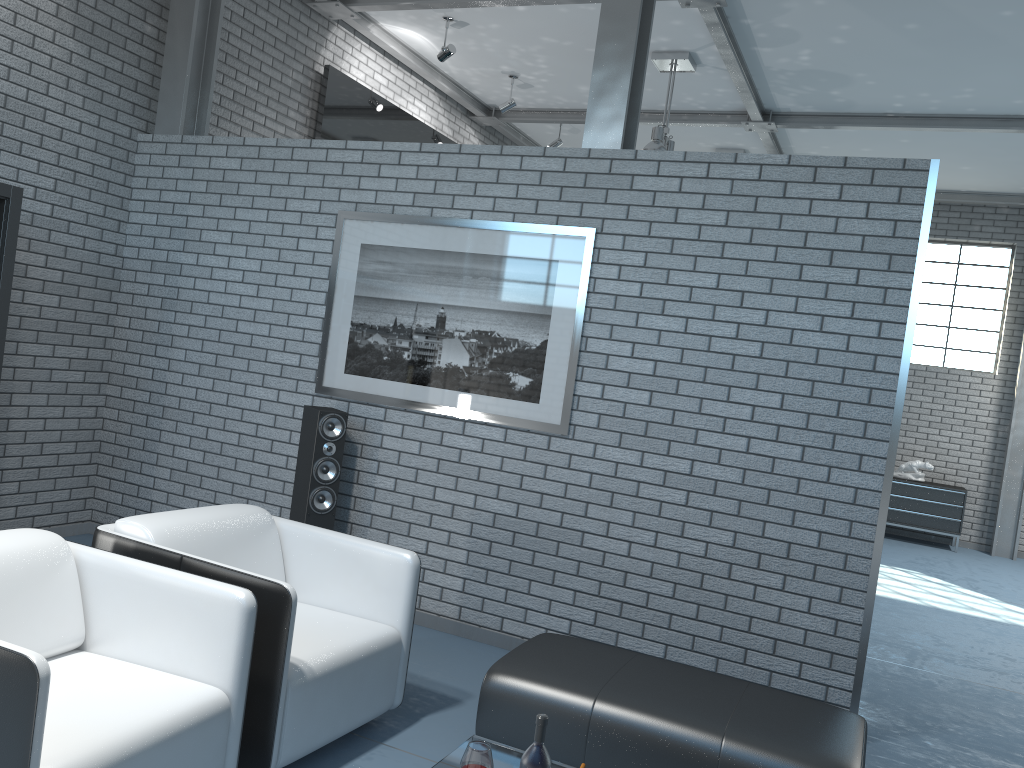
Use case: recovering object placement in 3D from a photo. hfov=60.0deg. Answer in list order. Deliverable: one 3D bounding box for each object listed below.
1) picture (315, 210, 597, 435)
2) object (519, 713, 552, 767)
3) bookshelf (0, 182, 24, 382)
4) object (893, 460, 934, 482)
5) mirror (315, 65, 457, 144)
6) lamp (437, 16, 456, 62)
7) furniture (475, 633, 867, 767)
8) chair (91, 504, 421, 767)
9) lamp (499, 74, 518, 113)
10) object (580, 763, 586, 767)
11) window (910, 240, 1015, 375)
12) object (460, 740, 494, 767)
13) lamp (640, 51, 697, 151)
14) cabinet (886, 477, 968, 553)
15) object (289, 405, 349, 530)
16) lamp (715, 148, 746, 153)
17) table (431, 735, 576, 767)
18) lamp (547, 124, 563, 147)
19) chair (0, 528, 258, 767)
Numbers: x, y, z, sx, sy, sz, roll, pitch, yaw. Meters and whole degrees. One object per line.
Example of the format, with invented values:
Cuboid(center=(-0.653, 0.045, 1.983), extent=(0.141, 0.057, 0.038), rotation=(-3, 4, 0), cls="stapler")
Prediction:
Cuboid(center=(-0.338, -0.349, 4.587), extent=(1.490, 1.015, 0.020), rotation=(8, 2, 23), cls="picture")
Cuboid(center=(0.051, 0.931, 2.079), extent=(0.079, 0.316, 0.079), rotation=(7, 2, -34), cls="object")
Cuboid(center=(-2.982, -0.025, 3.394), extent=(0.419, 1.920, 1.930), rotation=(8, 2, 23), cls="bookshelf")
Cuboid(center=(4.542, 0.974, 10.098), extent=(0.151, 0.244, 0.496), rotation=(6, 2, -42), cls="object")
Cuboid(center=(-1.000, -0.692, 8.480), extent=(0.050, 3.500, 3.400), rotation=(8, 2, 23), cls="mirror")
Cuboid(center=(-0.524, -2.702, 6.962), extent=(0.137, 0.311, 0.166), rotation=(6, 2, -42), cls="lamp")
Cuboid(center=(0.586, 1.232, 3.218), extent=(1.291, 0.301, 0.685), rotation=(8, 2, 23), cls="furniture")
Cuboid(center=(-0.944, 0.848, 3.221), extent=(0.919, 0.661, 0.767), rotation=(8, 2, 26), cls="chair")
Cuboid(center=(-0.033, -2.657, 8.146), extent=(0.167, 0.332, 0.137), rotation=(8, 2, 13), cls="lamp")
Cuboid(center=(0.169, 1.061, 2.365), extent=(0.024, 0.052, 0.128), rotation=(8, 2, 17), cls="object")
Cuboid(center=(4.673, -0.989, 10.635), extent=(2.200, 1.500, 0.100), rotation=(8, 2, 23), cls="window")
Cuboid(center=(-0.093, 1.004, 2.321), extent=(0.089, 0.120, 0.089), rotation=(7, 2, -11), cls="object")
Cuboid(center=(1.247, -2.182, 7.131), extent=(0.300, 0.872, 0.639), rotation=(8, 2, 23), cls="lamp")
Cuboid(center=(3.985, 1.358, 10.326), extent=(2.250, 0.682, 0.510), rotation=(8, 2, 23), cls="cabinet")
Cuboid(center=(-1.036, 0.648, 4.629), extent=(0.159, 1.045, 0.254), rotation=(7, 2, -32), cls="object")
Cuboid(center=(2.347, -2.103, 9.705), extent=(0.300, 0.872, 0.639), rotation=(8, 2, 23), cls="lamp")
Cuboid(center=(0.098, 1.249, 2.077), extent=(0.900, 0.300, 0.900), rotation=(8, 2, 23), cls="table")
Cuboid(center=(0.472, -2.615, 9.332), extent=(0.161, 0.343, 0.137), rotation=(8, 2, -7), cls="lamp")
Cuboid(center=(-1.330, 0.817, 2.412), extent=(0.919, 0.661, 0.767), rotation=(8, 2, 21), cls="chair")
